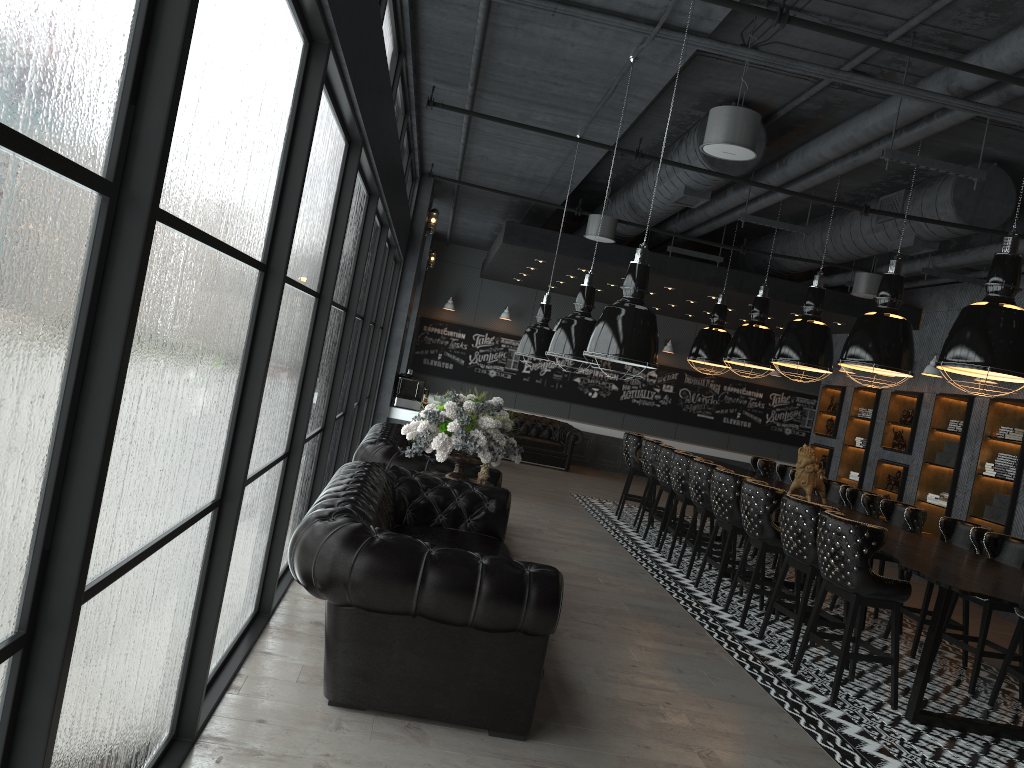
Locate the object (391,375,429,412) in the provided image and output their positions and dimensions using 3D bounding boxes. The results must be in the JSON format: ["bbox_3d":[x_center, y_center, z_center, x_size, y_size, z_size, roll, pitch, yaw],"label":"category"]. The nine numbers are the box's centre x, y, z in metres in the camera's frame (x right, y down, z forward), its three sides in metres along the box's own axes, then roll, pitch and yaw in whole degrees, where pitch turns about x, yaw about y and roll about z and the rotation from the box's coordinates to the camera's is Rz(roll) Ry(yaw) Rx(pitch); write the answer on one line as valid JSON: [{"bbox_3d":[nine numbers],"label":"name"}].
[{"bbox_3d":[-1.294,0.127,11.656,0.503,0.426,0.335,11,1,-5],"label":"object"}]

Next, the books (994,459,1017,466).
[{"bbox_3d":[5.624,0.895,10.035,0.193,0.028,0.246,11,1,-33],"label":"books"}]

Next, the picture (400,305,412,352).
[{"bbox_3d":[-1.475,-0.749,12.062,0.086,0.634,1.390,11,1,-6],"label":"picture"}]

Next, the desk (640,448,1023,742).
[{"bbox_3d":[2.565,1.532,8.232,1.433,0.927,7.596,11,1,-6],"label":"desk"}]

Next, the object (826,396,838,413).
[{"bbox_3d":[5.211,0.328,14.361,0.097,0.290,0.290,11,1,-7],"label":"object"}]

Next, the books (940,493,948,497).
[{"bbox_3d":[5.426,1.389,10.932,0.197,0.020,0.206,11,1,-4],"label":"books"}]

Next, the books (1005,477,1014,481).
[{"bbox_3d":[5.645,1.074,9.856,0.193,0.028,0.245,11,1,-1],"label":"books"}]

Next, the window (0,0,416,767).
[{"bbox_3d":[-1.113,-0.579,5.775,0.120,3.729,20.801,11,1,-6],"label":"window"}]

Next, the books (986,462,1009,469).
[{"bbox_3d":[5.598,0.945,10.166,0.245,0.028,0.193,11,1,2],"label":"books"}]

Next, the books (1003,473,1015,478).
[{"bbox_3d":[5.620,1.040,9.874,0.193,0.028,0.245,11,1,6],"label":"books"}]

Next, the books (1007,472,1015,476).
[{"bbox_3d":[5.685,1.024,9.867,0.193,0.028,0.245,11,1,-9],"label":"books"}]

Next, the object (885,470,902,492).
[{"bbox_3d":[5.263,1.321,12.256,0.143,0.306,0.317,11,1,-10],"label":"object"}]

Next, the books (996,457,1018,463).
[{"bbox_3d":[5.659,0.873,10.059,0.193,0.028,0.246,10,1,-35],"label":"books"}]

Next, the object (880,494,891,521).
[{"bbox_3d":[5.158,1.713,12.194,0.177,0.388,0.338,11,1,2],"label":"object"}]

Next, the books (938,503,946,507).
[{"bbox_3d":[5.390,1.511,10.932,0.167,0.023,0.228,11,1,-5],"label":"books"}]

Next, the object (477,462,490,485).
[{"bbox_3d":[-0.203,0.659,6.459,0.086,0.183,0.136,11,1,1],"label":"object"}]

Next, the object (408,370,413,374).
[{"bbox_3d":[-1.644,-0.194,14.328,0.074,0.073,0.074,11,1,25],"label":"object"}]

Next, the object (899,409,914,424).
[{"bbox_3d":[5.436,0.445,12.185,0.138,0.222,0.278,11,1,-6],"label":"object"}]

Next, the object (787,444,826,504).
[{"bbox_3d":[2.808,0.848,8.287,0.474,0.545,0.249,11,1,-43],"label":"object"}]

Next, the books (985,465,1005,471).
[{"bbox_3d":[5.574,0.969,10.145,0.245,0.028,0.193,11,1,8],"label":"books"}]

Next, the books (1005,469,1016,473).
[{"bbox_3d":[5.669,0.992,9.884,0.193,0.028,0.245,11,1,-15],"label":"books"}]

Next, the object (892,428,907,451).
[{"bbox_3d":[5.353,0.771,12.225,0.154,0.309,0.324,11,1,-1],"label":"object"}]

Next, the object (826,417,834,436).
[{"bbox_3d":[5.176,0.700,14.345,0.155,0.329,0.236,11,1,-1],"label":"object"}]

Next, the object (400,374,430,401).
[{"bbox_3d":[-1.341,0.109,12.170,0.503,0.426,0.335,11,1,-5],"label":"object"}]

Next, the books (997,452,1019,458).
[{"bbox_3d":[5.671,0.818,10.040,0.193,0.028,0.246,11,1,-30],"label":"books"}]

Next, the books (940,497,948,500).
[{"bbox_3d":[5.417,1.431,10.945,0.197,0.023,0.248,11,1,11],"label":"books"}]

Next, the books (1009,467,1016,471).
[{"bbox_3d":[5.688,0.968,9.846,0.193,0.028,0.245,11,1,-10],"label":"books"}]

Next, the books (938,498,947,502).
[{"bbox_3d":[5.403,1.450,10.938,0.205,0.019,0.264,11,1,-6],"label":"books"}]

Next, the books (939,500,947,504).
[{"bbox_3d":[5.404,1.471,10.941,0.202,0.022,0.228,11,1,-3],"label":"books"}]

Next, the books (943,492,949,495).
[{"bbox_3d":[5.452,1.372,10.939,0.185,0.024,0.212,11,1,-11],"label":"books"}]

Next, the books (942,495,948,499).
[{"bbox_3d":[5.446,1.415,10.930,0.244,0.023,0.247,11,1,-20],"label":"books"}]

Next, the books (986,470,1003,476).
[{"bbox_3d":[5.579,1.028,10.126,0.245,0.028,0.193,11,1,-6],"label":"books"}]

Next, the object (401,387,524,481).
[{"bbox_3d":[-0.334,0.379,6.613,0.848,0.663,0.874,11,1,25],"label":"object"}]

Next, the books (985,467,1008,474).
[{"bbox_3d":[5.597,1.002,10.178,0.245,0.028,0.193,11,1,1],"label":"books"}]

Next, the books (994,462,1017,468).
[{"bbox_3d":[5.627,0.925,10.034,0.193,0.028,0.246,10,1,-36],"label":"books"}]

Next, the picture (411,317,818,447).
[{"bbox_3d":[4.182,0.396,18.240,12.463,1.103,0.200,11,0,-5],"label":"picture"}]

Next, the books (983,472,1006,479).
[{"bbox_3d":[5.570,1.054,10.166,0.245,0.028,0.193,11,1,-12],"label":"books"}]

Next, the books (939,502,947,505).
[{"bbox_3d":[5.400,1.493,10.940,0.158,0.021,0.224,11,1,4],"label":"books"}]

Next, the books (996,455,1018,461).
[{"bbox_3d":[5.652,0.843,10.045,0.193,0.028,0.246,10,1,-44],"label":"books"}]

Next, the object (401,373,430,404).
[{"bbox_3d":[-1.387,0.091,12.670,0.503,0.426,0.335,11,1,-5],"label":"object"}]

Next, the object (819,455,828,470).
[{"bbox_3d":[5.108,1.281,14.408,0.253,0.249,0.126,11,1,-31],"label":"object"}]
